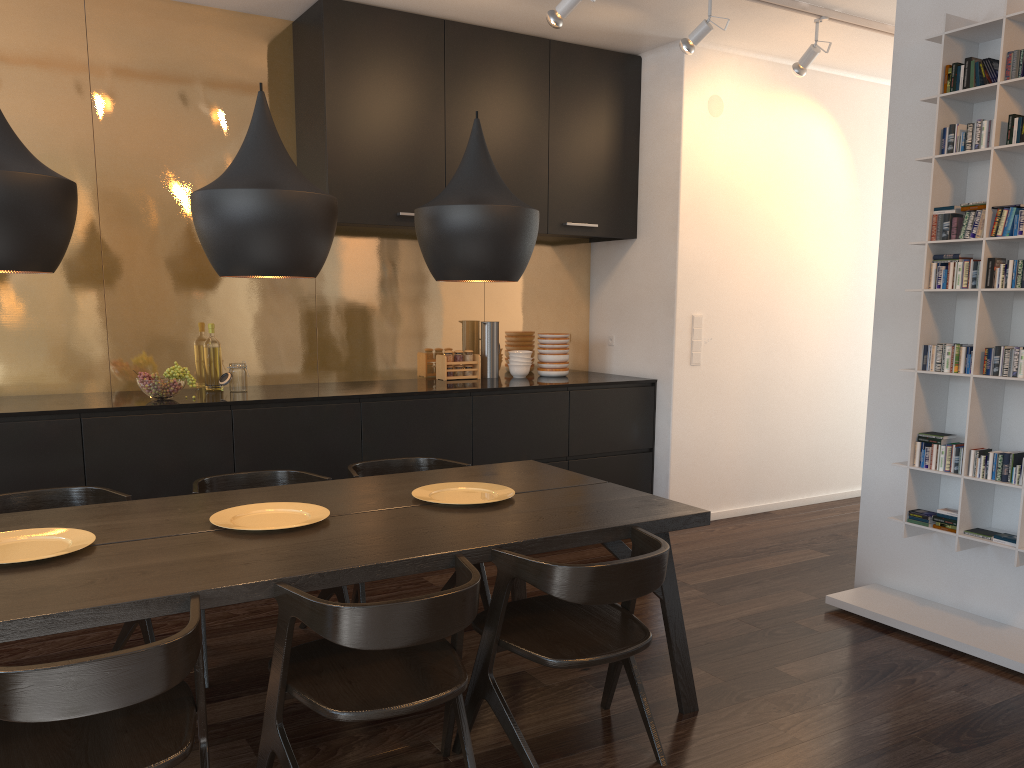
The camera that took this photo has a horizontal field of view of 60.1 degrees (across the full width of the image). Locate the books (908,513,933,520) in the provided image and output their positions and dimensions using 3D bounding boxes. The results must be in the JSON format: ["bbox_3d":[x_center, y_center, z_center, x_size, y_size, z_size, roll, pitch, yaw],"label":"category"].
[{"bbox_3d":[1.716,0.547,3.685,0.069,0.015,0.092,-3,6,-31],"label":"books"}]

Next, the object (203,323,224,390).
[{"bbox_3d":[-1.542,-0.141,4.557,0.091,0.343,0.091,5,10,26],"label":"object"}]

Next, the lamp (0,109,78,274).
[{"bbox_3d":[-1.311,-0.554,2.194,0.411,0.547,0.406,1,8,2],"label":"lamp"}]

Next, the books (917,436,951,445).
[{"bbox_3d":[1.737,0.230,3.636,0.069,0.023,0.106,-3,6,-31],"label":"books"}]

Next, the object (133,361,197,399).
[{"bbox_3d":[-1.614,-0.017,4.113,0.177,0.175,0.238,7,10,43],"label":"object"}]

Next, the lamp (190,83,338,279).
[{"bbox_3d":[-0.713,-0.583,2.550,0.409,0.547,0.408,6,10,35],"label":"lamp"}]

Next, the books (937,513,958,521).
[{"bbox_3d":[1.781,0.534,3.576,0.069,0.014,0.091,-3,6,-31],"label":"books"}]

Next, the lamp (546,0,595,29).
[{"bbox_3d":[0.263,-1.647,3.752,0.250,0.242,0.084,4,10,29],"label":"lamp"}]

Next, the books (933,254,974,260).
[{"bbox_3d":[1.761,-0.505,3.530,0.095,0.023,0.111,-3,6,-31],"label":"books"}]

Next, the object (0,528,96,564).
[{"bbox_3d":[-1.311,0.438,2.370,0.355,0.017,0.353,-2,6,-28],"label":"object"}]

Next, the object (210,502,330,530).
[{"bbox_3d":[-0.739,0.410,2.710,0.354,0.017,0.354,5,7,40],"label":"object"}]

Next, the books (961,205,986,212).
[{"bbox_3d":[1.788,-0.672,3.382,0.069,0.018,0.106,-3,6,-31],"label":"books"}]

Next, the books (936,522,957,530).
[{"bbox_3d":[1.780,0.571,3.582,0.069,0.014,0.091,-3,6,-31],"label":"books"}]

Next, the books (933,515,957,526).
[{"bbox_3d":[1.775,0.552,3.585,0.069,0.023,0.106,-3,6,-31],"label":"books"}]

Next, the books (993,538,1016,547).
[{"bbox_3d":[1.912,0.604,3.395,0.069,0.014,0.091,-3,6,-31],"label":"books"}]

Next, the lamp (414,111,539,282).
[{"bbox_3d":[-0.115,-0.612,2.906,0.410,0.547,0.407,3,8,16],"label":"lamp"}]

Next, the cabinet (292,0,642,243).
[{"bbox_3d":[-0.189,-1.389,5.005,1.950,1.062,0.527,-3,9,-31],"label":"cabinet"}]

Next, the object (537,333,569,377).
[{"bbox_3d":[0.258,-0.182,5.534,0.197,0.267,0.197,6,9,33],"label":"object"}]

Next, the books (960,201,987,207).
[{"bbox_3d":[1.796,-0.686,3.384,0.093,0.015,0.111,-3,6,-31],"label":"books"}]

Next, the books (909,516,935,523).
[{"bbox_3d":[1.717,0.560,3.687,0.069,0.014,0.091,-3,6,-31],"label":"books"}]

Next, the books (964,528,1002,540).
[{"bbox_3d":[1.871,0.593,3.503,0.093,0.012,0.111,-3,6,-31],"label":"books"}]

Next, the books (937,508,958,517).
[{"bbox_3d":[1.782,0.520,3.575,0.069,0.014,0.091,-3,6,-31],"label":"books"}]

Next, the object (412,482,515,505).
[{"bbox_3d":[-0.167,0.382,3.051,0.355,0.017,0.353,-2,6,-28],"label":"object"}]

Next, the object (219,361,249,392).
[{"bbox_3d":[-1.401,-0.038,4.472,0.087,0.153,0.175,6,9,36],"label":"object"}]

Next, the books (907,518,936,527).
[{"bbox_3d":[1.716,0.575,3.689,0.074,0.015,0.098,-3,6,-31],"label":"books"}]

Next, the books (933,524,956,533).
[{"bbox_3d":[1.779,0.585,3.593,0.069,0.016,0.106,-3,6,-31],"label":"books"}]

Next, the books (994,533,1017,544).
[{"bbox_3d":[1.911,0.591,3.388,0.069,0.014,0.092,-2,6,-26],"label":"books"}]

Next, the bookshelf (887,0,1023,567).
[{"bbox_3d":[1.874,-0.370,3.416,0.226,2.098,0.634,-5,11,-31],"label":"bookshelf"}]

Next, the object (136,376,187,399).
[{"bbox_3d":[-1.631,0.021,4.125,0.218,0.098,0.217,2,6,16],"label":"object"}]

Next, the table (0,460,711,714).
[{"bbox_3d":[-0.707,0.760,2.744,2.494,0.687,1.098,-3,7,-31],"label":"table"}]

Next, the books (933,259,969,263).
[{"bbox_3d":[1.759,-0.489,3.529,0.093,0.012,0.111,-3,6,-31],"label":"books"}]

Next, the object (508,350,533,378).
[{"bbox_3d":[0.050,-0.123,5.444,0.158,0.162,0.152,0,7,-3],"label":"object"}]

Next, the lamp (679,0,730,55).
[{"bbox_3d":[0.907,-1.679,4.137,0.250,0.242,0.084,5,10,34],"label":"lamp"}]

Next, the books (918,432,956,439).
[{"bbox_3d":[1.752,0.212,3.641,0.093,0.012,0.111,-3,6,-31],"label":"books"}]

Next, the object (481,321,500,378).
[{"bbox_3d":[-0.122,-0.209,5.391,0.164,0.343,0.113,-4,10,-28],"label":"object"}]

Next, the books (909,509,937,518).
[{"bbox_3d":[1.720,0.537,3.680,0.069,0.009,0.106,-3,6,-31],"label":"books"}]

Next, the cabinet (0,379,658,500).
[{"bbox_3d":[-1.476,0.499,4.435,5.051,0.910,0.727,-3,8,-31],"label":"cabinet"}]
